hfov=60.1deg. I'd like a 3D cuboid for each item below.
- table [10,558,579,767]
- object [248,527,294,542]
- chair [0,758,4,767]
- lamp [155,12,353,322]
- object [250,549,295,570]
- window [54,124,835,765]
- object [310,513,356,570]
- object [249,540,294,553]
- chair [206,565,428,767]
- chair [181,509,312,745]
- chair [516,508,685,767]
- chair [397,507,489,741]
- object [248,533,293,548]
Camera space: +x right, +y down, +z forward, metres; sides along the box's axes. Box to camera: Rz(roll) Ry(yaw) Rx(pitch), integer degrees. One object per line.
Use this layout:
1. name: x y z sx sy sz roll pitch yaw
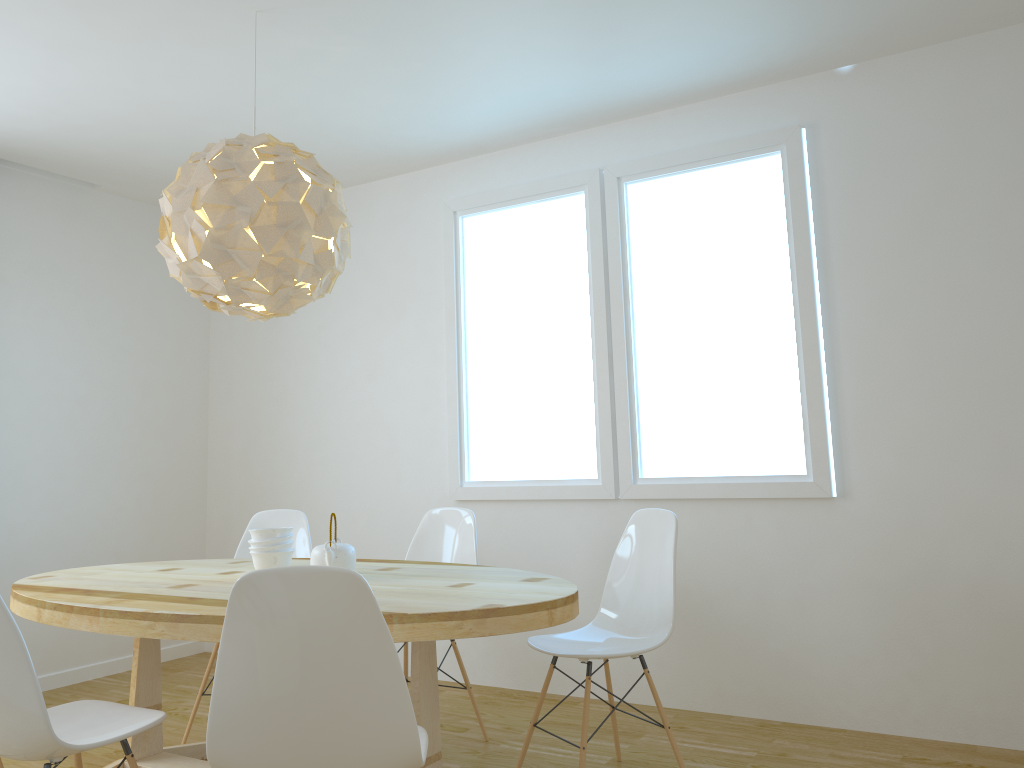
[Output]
1. table: -0.780 1.005 2.854 2.184 0.731 1.187 -5 -7 29
2. object: -0.830 0.539 3.050 0.152 0.088 0.151 2 -7 -31
3. chair: -1.706 0.924 2.580 0.522 0.909 0.427 4 -10 -38
4. lamp: -0.877 -0.768 3.074 0.637 1.145 0.643 -6 -9 30
5. object: -0.823 0.614 3.039 0.152 0.083 0.151 0 -6 -20
6. window: -0.152 -0.090 3.118 1.874 2.071 2.536 -6 -8 31
7. object: -0.591 0.527 2.879 0.146 0.213 0.176 -6 -8 30
8. object: -0.827 0.591 3.041 0.151 0.094 0.151 0 -6 -20
9. chair: -0.390 0.820 1.888 0.430 0.909 0.519 -2 -8 1
10. chair: -1.088 1.008 3.780 0.430 0.909 0.519 -3 -8 6
11. chair: 0.309 0.895 3.010 0.522 0.909 0.426 2 -9 -29
12. chair: -0.382 0.961 3.499 0.428 0.909 0.520 -7 -9 31
13. object: -0.830 0.566 3.043 0.150 0.096 0.151 4 -8 -42
